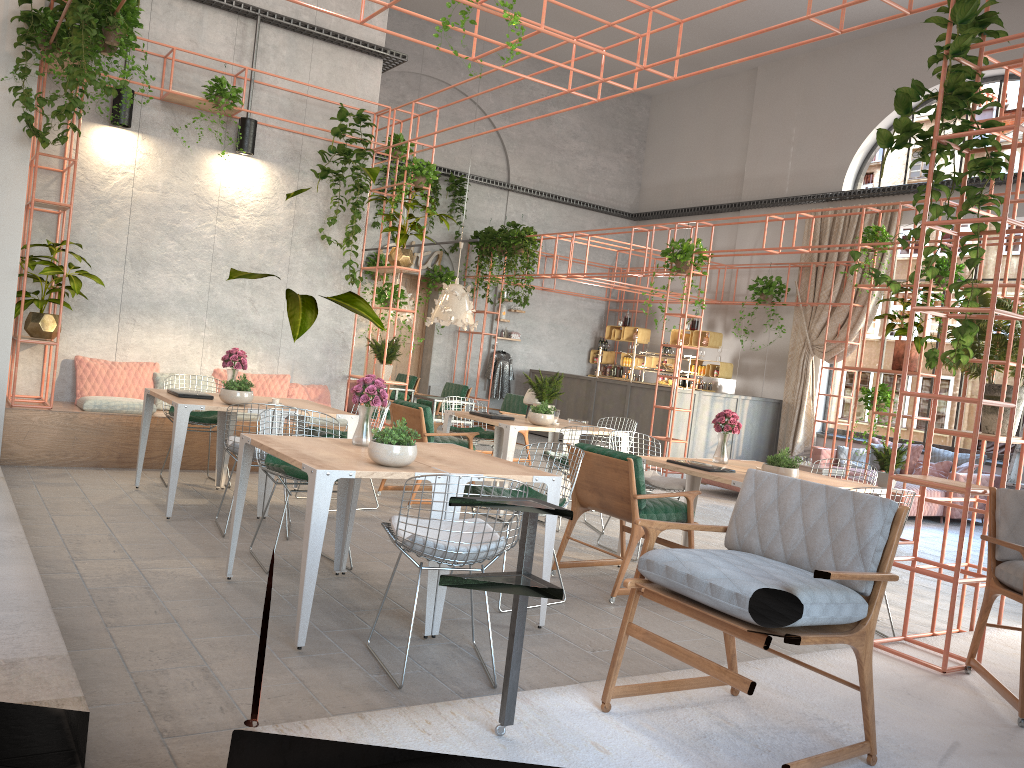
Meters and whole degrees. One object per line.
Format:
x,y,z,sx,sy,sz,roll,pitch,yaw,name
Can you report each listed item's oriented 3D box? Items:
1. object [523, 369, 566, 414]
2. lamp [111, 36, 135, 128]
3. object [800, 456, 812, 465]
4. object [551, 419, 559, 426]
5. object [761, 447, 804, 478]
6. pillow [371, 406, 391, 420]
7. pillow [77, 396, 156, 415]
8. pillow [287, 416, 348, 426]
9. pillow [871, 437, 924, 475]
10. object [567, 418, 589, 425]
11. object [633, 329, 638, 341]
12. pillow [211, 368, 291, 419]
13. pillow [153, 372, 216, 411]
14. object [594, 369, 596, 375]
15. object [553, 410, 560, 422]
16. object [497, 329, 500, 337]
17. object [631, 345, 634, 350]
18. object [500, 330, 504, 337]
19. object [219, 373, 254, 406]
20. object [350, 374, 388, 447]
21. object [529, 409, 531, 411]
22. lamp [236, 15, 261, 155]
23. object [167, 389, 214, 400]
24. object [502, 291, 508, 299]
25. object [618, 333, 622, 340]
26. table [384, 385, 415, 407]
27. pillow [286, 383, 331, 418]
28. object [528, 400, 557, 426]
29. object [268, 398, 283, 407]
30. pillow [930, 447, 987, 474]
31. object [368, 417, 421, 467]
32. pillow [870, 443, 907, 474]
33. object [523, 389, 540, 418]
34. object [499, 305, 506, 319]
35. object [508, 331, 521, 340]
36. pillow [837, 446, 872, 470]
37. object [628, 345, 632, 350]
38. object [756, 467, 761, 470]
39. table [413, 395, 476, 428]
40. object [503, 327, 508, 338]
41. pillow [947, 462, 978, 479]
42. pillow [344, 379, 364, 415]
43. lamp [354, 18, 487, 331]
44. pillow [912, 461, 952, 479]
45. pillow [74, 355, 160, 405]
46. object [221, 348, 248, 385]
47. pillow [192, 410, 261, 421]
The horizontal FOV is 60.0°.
0.321,0.111,8.680,0.438,0.527,0.368,5,2,-33,object
-3.714,-3.219,8.591,0.179,1.425,0.185,5,2,-33,lamp
3.984,1.071,12.130,0.199,0.145,0.156,6,2,-19,object
0.401,0.357,8.522,0.115,0.078,0.115,6,2,-28,object
1.797,0.540,5.929,0.247,0.247,0.252,5,2,-33,object
-1.753,0.356,11.113,0.491,0.149,0.637,6,2,-32,pillow
-3.766,0.205,8.447,0.637,0.149,0.491,6,2,-32,pillow
-2.048,0.371,9.582,0.637,0.149,0.491,6,2,-32,pillow
5.439,1.045,12.734,0.276,0.474,0.839,6,2,-33,pillow
0.669,0.384,9.008,0.218,0.041,0.218,6,2,-25,object
2.473,-0.969,17.616,0.137,0.261,0.137,7,2,3,object
-2.823,0.094,9.502,0.839,0.474,0.276,6,2,-13,pillow
-3.372,0.089,9.171,0.666,0.385,0.289,5,2,-38,pillow
1.741,-0.246,18.437,0.073,0.131,0.073,6,2,-8,object
0.434,0.318,8.984,0.095,0.119,0.095,6,2,-9,object
-0.260,-1.002,17.310,0.055,0.164,0.092,6,2,-15,object
2.396,-0.683,17.546,0.083,0.159,0.083,6,2,-24,object
-0.196,-0.988,17.328,0.063,0.151,0.063,8,2,43,object
-2.073,0.037,6.691,0.248,0.247,0.254,5,2,-33,object
-0.826,0.150,5.087,0.213,0.414,0.225,5,2,-41,object
0.290,0.283,9.144,0.165,0.154,0.210,5,2,-44,object
-2.709,-3.122,9.255,0.179,1.425,0.185,5,2,-33,lamp
-2.544,0.080,7.007,0.268,0.031,0.427,5,2,-33,object
-0.148,-1.733,17.276,0.133,0.145,0.133,7,2,19,object
2.208,-0.950,17.901,0.123,0.142,0.141,5,2,-33,object
-1.884,0.430,13.113,0.635,0.798,0.602,5,2,-33,table
-2.306,0.192,9.875,0.666,0.385,0.289,5,2,-38,pillow
0.275,0.263,8.242,0.248,0.247,0.254,5,2,-33,object
-1.873,0.138,7.020,0.115,0.078,0.115,6,2,-28,object
5.921,1.128,11.972,0.273,0.476,0.836,6,2,-33,pillow
-0.589,0.284,4.408,0.247,0.247,0.252,5,2,-33,object
5.303,1.064,12.664,0.289,0.385,0.666,6,2,-33,pillow
0.231,0.209,9.001,0.241,0.313,0.241,7,2,12,object
-0.183,-1.432,17.295,0.136,0.336,0.145,6,2,-19,object
0.049,-0.959,17.500,0.219,0.149,0.129,5,2,-33,object
4.919,1.068,12.698,0.500,0.324,0.307,7,2,2,pillow
2.346,-0.691,17.622,0.083,0.159,0.083,6,2,-24,object
1.739,0.609,6.222,0.115,0.073,0.115,5,2,-39,object
-0.931,0.588,11.647,0.635,0.798,0.602,5,2,-33,table
-0.126,-1.009,17.381,0.081,0.204,0.081,6,2,-33,object
5.828,1.178,11.518,0.308,0.349,0.495,7,2,16,pillow
-2.025,0.149,10.785,0.276,0.474,0.839,5,2,-43,pillow
-1.531,-2.885,13.041,0.704,4.052,4.456,5,2,-33,lamp
5.627,1.161,11.926,0.479,0.317,0.441,8,2,38,pillow
-3.912,-0.012,8.834,0.839,0.474,0.276,5,2,-43,pillow
-2.314,-0.097,7.375,0.213,0.414,0.225,5,2,-41,object
-2.894,0.289,9.023,0.637,0.149,0.491,6,2,-32,pillow
